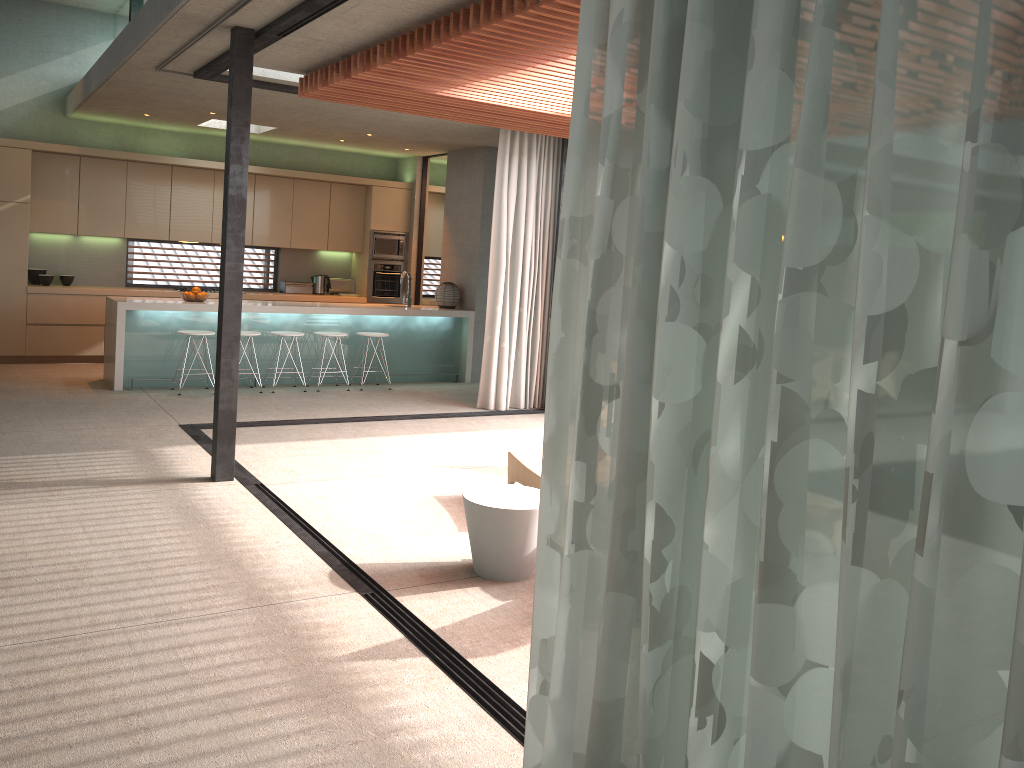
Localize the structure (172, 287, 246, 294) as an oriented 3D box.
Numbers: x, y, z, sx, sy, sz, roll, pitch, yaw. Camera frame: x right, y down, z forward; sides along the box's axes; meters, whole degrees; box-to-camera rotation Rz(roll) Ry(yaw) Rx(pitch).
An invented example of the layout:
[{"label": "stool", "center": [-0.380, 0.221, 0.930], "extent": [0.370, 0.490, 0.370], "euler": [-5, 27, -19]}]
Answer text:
[{"label": "structure", "center": [-3.963, -1.203, 11.551], "extent": [0.838, 0.090, 0.467], "euler": [-1, 9, -32]}]

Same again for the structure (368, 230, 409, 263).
[{"label": "structure", "center": [-1.869, -1.983, 12.762], "extent": [0.596, 0.435, 0.463], "euler": [0, 7, -32]}]

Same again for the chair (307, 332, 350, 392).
[{"label": "chair", "center": [-2.045, -0.258, 9.894], "extent": [0.382, 0.620, 0.384], "euler": [1, 6, -32]}]

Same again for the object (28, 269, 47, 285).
[{"label": "object", "center": [-5.761, -1.297, 10.698], "extent": [0.226, 0.187, 0.226], "euler": [8, 8, 35]}]

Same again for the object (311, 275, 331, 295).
[{"label": "object", "center": [-2.716, -1.414, 12.552], "extent": [0.277, 0.284, 0.178], "euler": [1, 5, -27]}]

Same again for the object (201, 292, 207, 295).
[{"label": "object", "center": [-3.371, -0.959, 9.647], "extent": [0.094, 0.094, 0.095], "euler": [-2, 8, -43]}]

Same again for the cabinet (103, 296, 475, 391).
[{"label": "cabinet", "center": [-2.446, -0.482, 10.309], "extent": [4.120, 0.894, 0.806], "euler": [-1, 7, -32]}]

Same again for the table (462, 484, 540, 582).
[{"label": "table", "center": [-0.030, 0.769, 4.544], "extent": [0.477, 0.391, 0.476], "euler": [9, 8, 39]}]

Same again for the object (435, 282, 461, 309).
[{"label": "object", "center": [-0.818, -1.134, 11.279], "extent": [0.340, 0.333, 0.342], "euler": [-1, 8, -40]}]

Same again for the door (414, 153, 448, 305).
[{"label": "door", "center": [-3.413, -0.381, 7.115], "extent": [5.797, 4.448, 15.376], "euler": [7, 8, 30]}]

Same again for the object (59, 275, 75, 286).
[{"label": "object", "center": [-5.465, -1.268, 10.845], "extent": [0.170, 0.126, 0.169], "euler": [10, 9, 44]}]

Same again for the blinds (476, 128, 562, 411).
[{"label": "blinds", "center": [0.131, -1.196, 9.319], "extent": [0.884, 2.919, 0.231], "euler": [1, 4, -36]}]

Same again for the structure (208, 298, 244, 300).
[{"label": "structure", "center": [-3.854, -0.847, 11.359], "extent": [0.828, 0.498, 0.080], "euler": [-1, 5, -32]}]

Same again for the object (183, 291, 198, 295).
[{"label": "object", "center": [-3.486, -0.955, 9.562], "extent": [0.174, 0.099, 0.097], "euler": [5, 6, 13]}]

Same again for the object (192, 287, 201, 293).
[{"label": "object", "center": [-3.446, -1.016, 9.640], "extent": [0.095, 0.094, 0.095], "euler": [2, 6, -12]}]

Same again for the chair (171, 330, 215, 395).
[{"label": "chair", "center": [-3.272, -0.227, 9.123], "extent": [0.382, 0.620, 0.384], "euler": [1, 6, -32]}]

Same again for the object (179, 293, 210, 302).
[{"label": "object", "center": [-3.451, -0.940, 9.609], "extent": [0.315, 0.081, 0.318], "euler": [-1, 9, -32]}]

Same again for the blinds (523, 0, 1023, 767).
[{"label": "blinds", "center": [0.717, -0.030, 1.354], "extent": [0.223, 2.908, 2.443], "euler": [2, 6, -32]}]

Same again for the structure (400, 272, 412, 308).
[{"label": "structure", "center": [-1.331, -1.168, 10.908], "extent": [0.097, 0.439, 0.260], "euler": [1, 5, -32]}]

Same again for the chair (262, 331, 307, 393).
[{"label": "chair", "center": [-2.466, -0.247, 9.628], "extent": [0.382, 0.620, 0.384], "euler": [1, 6, -32]}]

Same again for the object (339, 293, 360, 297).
[{"label": "object", "center": [-2.302, -1.257, 12.527], "extent": [0.311, 0.034, 0.311], "euler": [8, 9, 26]}]

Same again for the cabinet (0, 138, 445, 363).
[{"label": "cabinet", "center": [-2.737, -1.515, 11.555], "extent": [7.468, 2.553, 1.979], "euler": [-1, 7, -32]}]

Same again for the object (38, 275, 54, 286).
[{"label": "object", "center": [-5.595, -1.243, 10.607], "extent": [0.170, 0.126, 0.169], "euler": [10, 9, 44]}]

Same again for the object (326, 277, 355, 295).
[{"label": "object", "center": [-2.475, -1.409, 12.761], "extent": [0.389, 0.246, 0.151], "euler": [-1, 6, -32]}]

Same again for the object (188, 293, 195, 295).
[{"label": "object", "center": [-3.454, -0.939, 9.520], "extent": [0.081, 0.081, 0.081], "euler": [3, 6, -3]}]

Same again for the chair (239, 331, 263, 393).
[{"label": "chair", "center": [-2.872, -0.237, 9.374], "extent": [0.382, 0.620, 0.384], "euler": [1, 6, -32]}]

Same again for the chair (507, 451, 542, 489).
[{"label": "chair", "center": [0.645, 0.523, 5.047], "extent": [0.699, 0.822, 2.314], "euler": [2, 8, -17]}]

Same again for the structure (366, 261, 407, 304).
[{"label": "structure", "center": [-1.892, -1.476, 12.776], "extent": [0.596, 0.577, 0.501], "euler": [0, 6, -32]}]

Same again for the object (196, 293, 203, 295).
[{"label": "object", "center": [-3.377, -0.943, 9.555], "extent": [0.086, 0.086, 0.087], "euler": [-1, 8, -42]}]

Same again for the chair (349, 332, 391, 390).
[{"label": "chair", "center": [-1.618, -0.269, 10.163], "extent": [0.382, 0.620, 0.384], "euler": [1, 6, -32]}]

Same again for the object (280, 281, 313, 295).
[{"label": "object", "center": [-3.025, -1.350, 12.407], "extent": [0.400, 0.159, 0.242], "euler": [-1, 8, -32]}]
